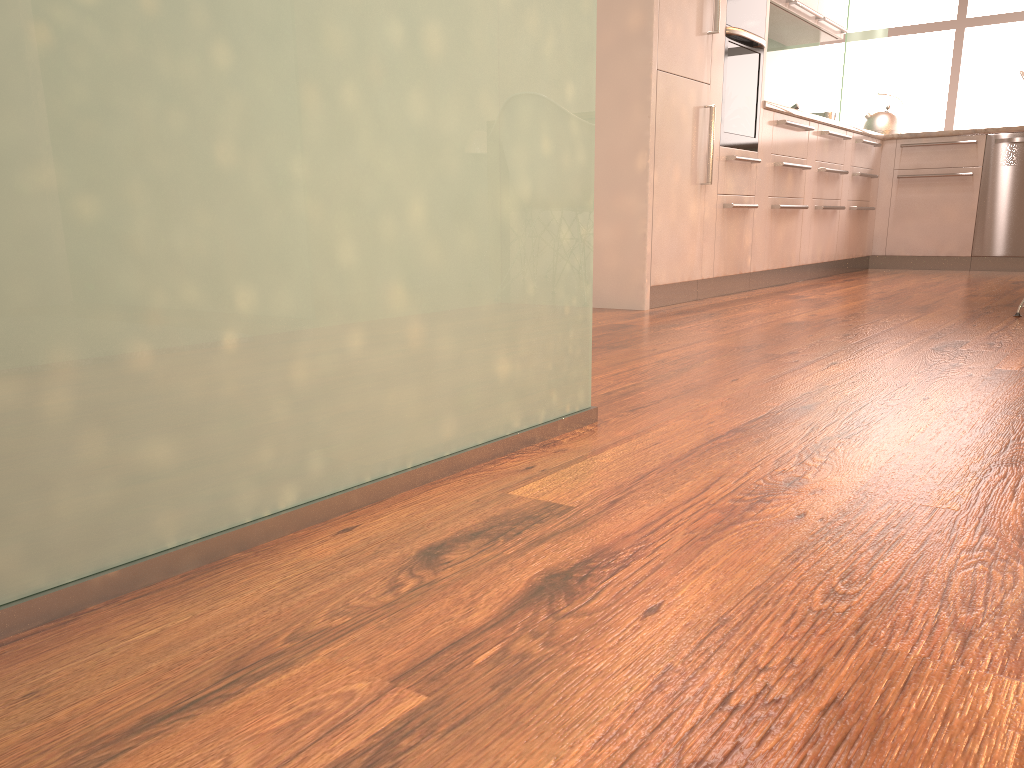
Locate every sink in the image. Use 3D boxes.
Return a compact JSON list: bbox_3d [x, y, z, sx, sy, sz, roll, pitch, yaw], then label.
[{"bbox_3d":[2.003,-1.696,5.952,0.614,0.392,0.631,8,14,35],"label":"sink"}]

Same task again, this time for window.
[{"bbox_3d":[5.050,-3.283,10.129,8.531,3.359,0.061,7,17,34],"label":"window"}]

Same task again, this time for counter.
[{"bbox_3d":[2.813,-2.138,4.766,3.205,1.380,3.010,7,14,35],"label":"counter"}]

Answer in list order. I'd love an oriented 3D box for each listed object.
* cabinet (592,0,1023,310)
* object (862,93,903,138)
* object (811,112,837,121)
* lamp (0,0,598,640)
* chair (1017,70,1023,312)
[{"bbox_3d":[1.940,-1.718,4.773,1.907,2.331,4.166,9,15,35],"label":"cabinet"},{"bbox_3d":[2.645,-1.912,6.301,0.259,0.312,0.259,-11,17,-37],"label":"object"},{"bbox_3d":[2.283,-1.907,6.573,0.236,0.207,0.150,8,16,34],"label":"object"},{"bbox_3d":[2.530,-1.909,2.596,8.124,3.484,0.440,-9,17,-35],"label":"lamp"},{"bbox_3d":[2.130,-0.697,3.171,0.641,0.869,0.670,7,16,29],"label":"chair"}]
